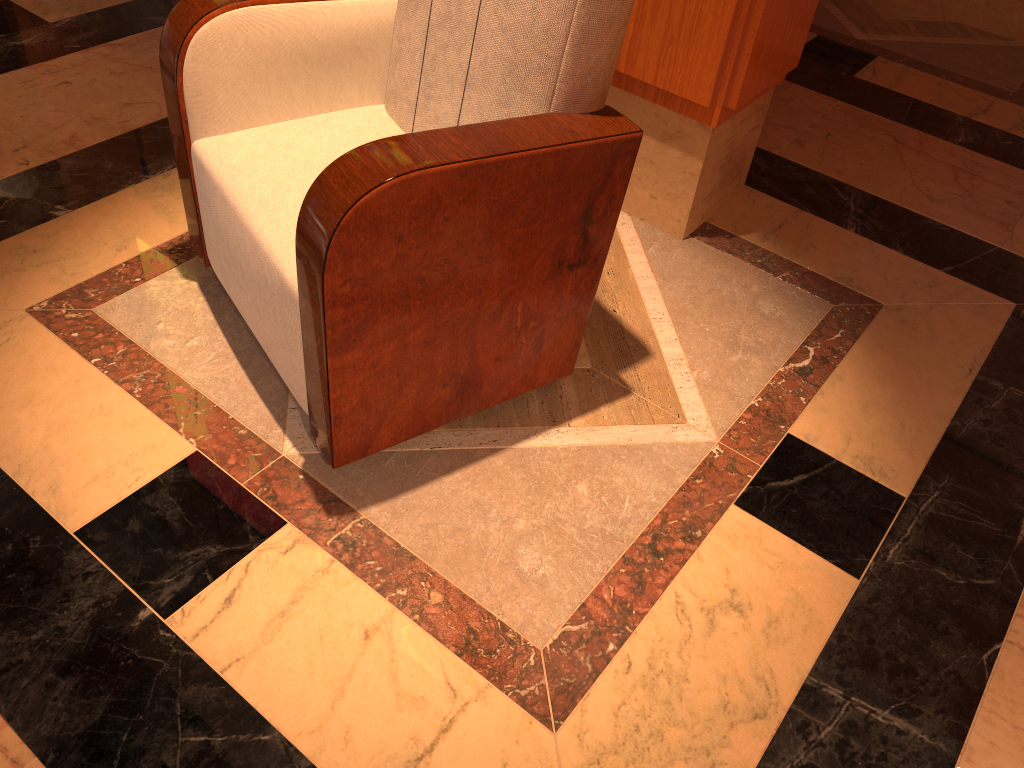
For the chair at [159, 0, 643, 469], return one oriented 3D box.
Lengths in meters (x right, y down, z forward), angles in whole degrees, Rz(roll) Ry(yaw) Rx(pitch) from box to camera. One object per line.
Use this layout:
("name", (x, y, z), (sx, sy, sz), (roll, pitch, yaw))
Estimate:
("chair", (-0.215, -0.495, 1.582), (0.632, 0.942, 0.748), (-21, 50, -27))
